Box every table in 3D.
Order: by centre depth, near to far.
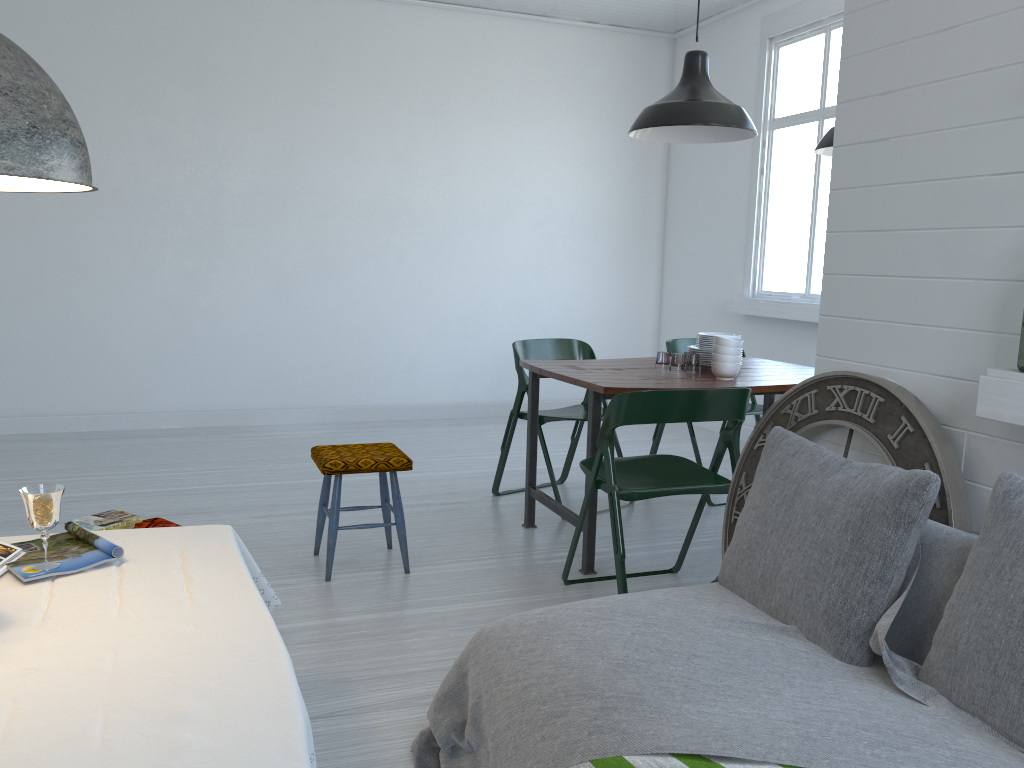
[{"bbox_3d":[-1.083,0.855,1.752,1.327,0.727,1.666,-1,9,-19],"label":"table"},{"bbox_3d":[0.972,0.376,4.841,1.695,0.932,1.168,-2,9,-23],"label":"table"}]

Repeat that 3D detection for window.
[{"bbox_3d":[1.670,-0.998,1.587,0.254,2.405,1.478,-2,9,-20],"label":"window"},{"bbox_3d":[2.240,-1.697,6.734,0.254,2.405,1.478,-2,9,-20],"label":"window"}]

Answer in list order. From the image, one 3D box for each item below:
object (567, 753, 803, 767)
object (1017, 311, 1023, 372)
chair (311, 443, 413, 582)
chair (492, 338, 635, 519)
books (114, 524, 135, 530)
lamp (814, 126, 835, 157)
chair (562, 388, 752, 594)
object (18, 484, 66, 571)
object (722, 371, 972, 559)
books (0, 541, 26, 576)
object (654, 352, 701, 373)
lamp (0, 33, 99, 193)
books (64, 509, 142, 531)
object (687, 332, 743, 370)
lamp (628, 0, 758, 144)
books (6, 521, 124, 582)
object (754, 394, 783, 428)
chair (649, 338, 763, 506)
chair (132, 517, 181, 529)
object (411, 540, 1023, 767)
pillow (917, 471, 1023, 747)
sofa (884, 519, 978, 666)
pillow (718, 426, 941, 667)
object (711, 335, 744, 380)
[{"bbox_3d":[0.747,1.002,1.329,1.043,0.474,3.156,-1,8,-20],"label":"object"},{"bbox_3d":[1.393,-0.233,2.270,0.136,0.416,0.136,-2,10,-23],"label":"object"},{"bbox_3d":[-0.728,0.600,4.262,0.419,0.564,0.418,-2,9,-20],"label":"chair"},{"bbox_3d":[0.337,0.246,5.486,0.651,1.009,0.729,-6,11,-40],"label":"chair"},{"bbox_3d":[-1.324,0.472,2.867,0.128,0.030,0.181,2,8,1],"label":"books"},{"bbox_3d":[2.045,-2.038,4.823,0.649,1.503,0.649,6,10,24],"label":"lamp"},{"bbox_3d":[0.642,0.482,3.845,0.651,1.009,0.728,-2,9,-20],"label":"chair"},{"bbox_3d":[-1.101,0.339,2.087,0.098,0.192,0.098,2,9,0],"label":"object"},{"bbox_3d":[1.022,0.528,2.998,0.584,1.141,1.109,-5,10,-35],"label":"object"},{"bbox_3d":[-1.398,0.420,2.029,0.422,0.049,0.299,1,8,-6],"label":"books"},{"bbox_3d":[0.889,-0.116,4.697,0.241,0.098,0.171,-1,8,-17],"label":"object"},{"bbox_3d":[-1.052,-1.383,1.450,0.600,2.050,0.600,9,11,39],"label":"lamp"},{"bbox_3d":[-1.319,0.446,2.866,0.133,0.022,0.188,6,9,30],"label":"books"},{"bbox_3d":[1.109,-0.179,4.856,0.300,0.195,0.305,4,8,15],"label":"object"},{"bbox_3d":[0.939,-2.013,4.412,0.650,1.503,0.648,-2,10,-24],"label":"lamp"},{"bbox_3d":[-1.141,0.409,2.201,0.300,0.043,0.228,9,11,43],"label":"books"},{"bbox_3d":[1.970,0.301,6.370,0.450,0.727,0.450,-6,11,-40],"label":"object"},{"bbox_3d":[1.344,0.222,5.861,0.651,1.009,0.728,-3,10,-30],"label":"chair"},{"bbox_3d":[-1.220,0.777,2.880,0.418,0.564,0.418,9,11,39],"label":"chair"},{"bbox_3d":[0.465,0.784,2.363,1.683,0.927,1.209,5,9,20],"label":"object"},{"bbox_3d":[1.163,0.501,1.793,0.280,0.522,0.639,-2,9,-20],"label":"pillow"},{"bbox_3d":[-0.068,0.973,0.845,3.407,0.901,3.386,-1,9,-21],"label":"sofa"},{"bbox_3d":[0.823,0.430,2.436,0.278,0.523,0.637,-2,9,-21],"label":"pillow"},{"bbox_3d":[1.091,-0.142,4.506,0.149,0.217,0.308,3,8,12],"label":"object"}]
